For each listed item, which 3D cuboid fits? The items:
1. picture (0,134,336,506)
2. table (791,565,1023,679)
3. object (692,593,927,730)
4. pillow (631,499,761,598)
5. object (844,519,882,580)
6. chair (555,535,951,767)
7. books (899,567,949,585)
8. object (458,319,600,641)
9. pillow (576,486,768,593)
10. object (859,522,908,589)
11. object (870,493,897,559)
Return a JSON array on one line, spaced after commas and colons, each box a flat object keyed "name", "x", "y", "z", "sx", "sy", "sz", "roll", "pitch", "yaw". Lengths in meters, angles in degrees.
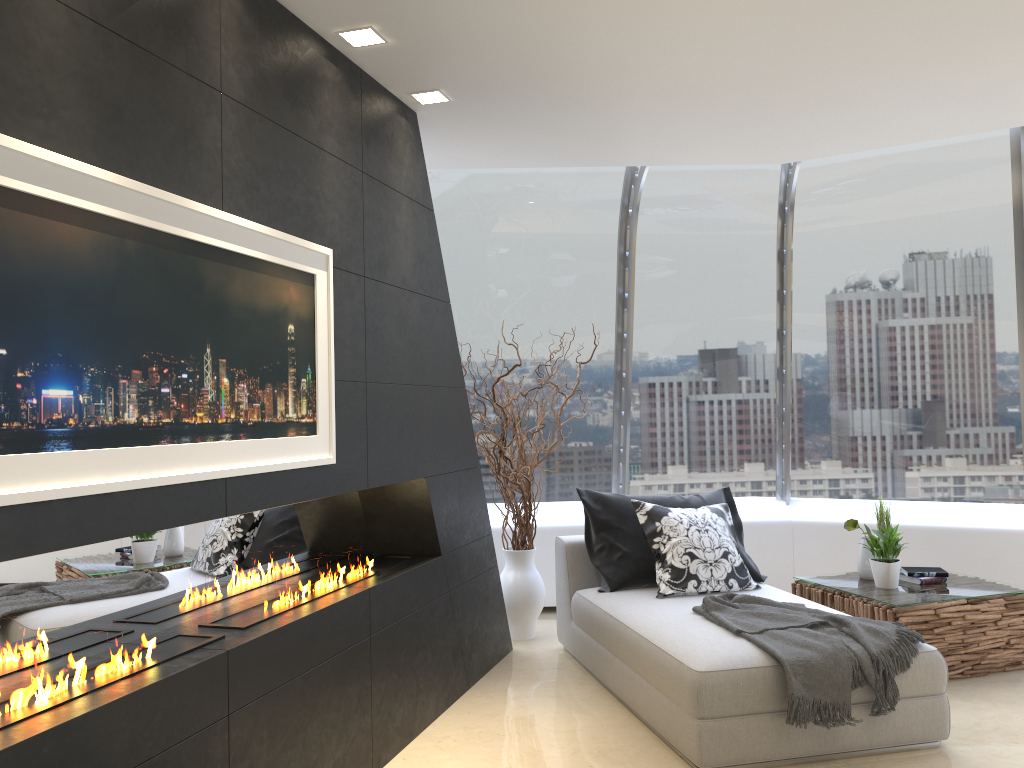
[{"name": "picture", "x": -0.979, "y": -0.129, "z": 2.342, "sx": 0.025, "sy": 0.804, "sz": 2.068, "roll": -2, "pitch": -2, "yaw": 17}, {"name": "table", "x": 2.301, "y": 1.368, "z": 5.120, "sx": 1.007, "sy": 0.436, "sz": 0.923, "roll": -1, "pitch": -2, "yaw": -18}, {"name": "object", "x": 1.365, "y": 1.188, "z": 4.043, "sx": 0.825, "sy": 0.359, "sz": 1.024, "roll": -1, "pitch": -2, "yaw": -14}, {"name": "pillow", "x": 1.034, "y": 0.911, "z": 4.974, "sx": 0.683, "sy": 0.528, "sz": 0.431, "roll": -1, "pitch": -2, "yaw": -18}, {"name": "object", "x": 2.075, "y": 0.976, "z": 5.259, "sx": 0.297, "sy": 0.370, "sz": 0.152, "roll": 0, "pitch": -2, "yaw": -28}, {"name": "chair", "x": 1.067, "y": 1.243, "z": 4.629, "sx": 1.176, "sy": 0.690, "sz": 2.068, "roll": -1, "pitch": -2, "yaw": -13}, {"name": "books", "x": 2.402, "y": 1.119, "z": 5.179, "sx": 0.265, "sy": 0.063, "sz": 0.246, "roll": -1, "pitch": -2, "yaw": 4}, {"name": "object", "x": -0.196, "y": 0.620, "z": 5.772, "sx": 1.370, "sy": 2.059, "sz": 1.508, "roll": -2, "pitch": -2, "yaw": 18}, {"name": "pillow", "x": 0.939, "y": 0.904, "z": 5.262, "sx": 1.070, "sy": 0.597, "sz": 0.510, "roll": -1, "pitch": -2, "yaw": -13}, {"name": "object", "x": 2.121, "y": 0.971, "z": 5.047, "sx": 0.215, "sy": 0.369, "sz": 0.284, "roll": 0, "pitch": -2, "yaw": -40}, {"name": "object", "x": 2.263, "y": 0.906, "z": 5.406, "sx": 0.153, "sy": 0.511, "sz": 0.150, "roll": -1, "pitch": -2, "yaw": -15}]
